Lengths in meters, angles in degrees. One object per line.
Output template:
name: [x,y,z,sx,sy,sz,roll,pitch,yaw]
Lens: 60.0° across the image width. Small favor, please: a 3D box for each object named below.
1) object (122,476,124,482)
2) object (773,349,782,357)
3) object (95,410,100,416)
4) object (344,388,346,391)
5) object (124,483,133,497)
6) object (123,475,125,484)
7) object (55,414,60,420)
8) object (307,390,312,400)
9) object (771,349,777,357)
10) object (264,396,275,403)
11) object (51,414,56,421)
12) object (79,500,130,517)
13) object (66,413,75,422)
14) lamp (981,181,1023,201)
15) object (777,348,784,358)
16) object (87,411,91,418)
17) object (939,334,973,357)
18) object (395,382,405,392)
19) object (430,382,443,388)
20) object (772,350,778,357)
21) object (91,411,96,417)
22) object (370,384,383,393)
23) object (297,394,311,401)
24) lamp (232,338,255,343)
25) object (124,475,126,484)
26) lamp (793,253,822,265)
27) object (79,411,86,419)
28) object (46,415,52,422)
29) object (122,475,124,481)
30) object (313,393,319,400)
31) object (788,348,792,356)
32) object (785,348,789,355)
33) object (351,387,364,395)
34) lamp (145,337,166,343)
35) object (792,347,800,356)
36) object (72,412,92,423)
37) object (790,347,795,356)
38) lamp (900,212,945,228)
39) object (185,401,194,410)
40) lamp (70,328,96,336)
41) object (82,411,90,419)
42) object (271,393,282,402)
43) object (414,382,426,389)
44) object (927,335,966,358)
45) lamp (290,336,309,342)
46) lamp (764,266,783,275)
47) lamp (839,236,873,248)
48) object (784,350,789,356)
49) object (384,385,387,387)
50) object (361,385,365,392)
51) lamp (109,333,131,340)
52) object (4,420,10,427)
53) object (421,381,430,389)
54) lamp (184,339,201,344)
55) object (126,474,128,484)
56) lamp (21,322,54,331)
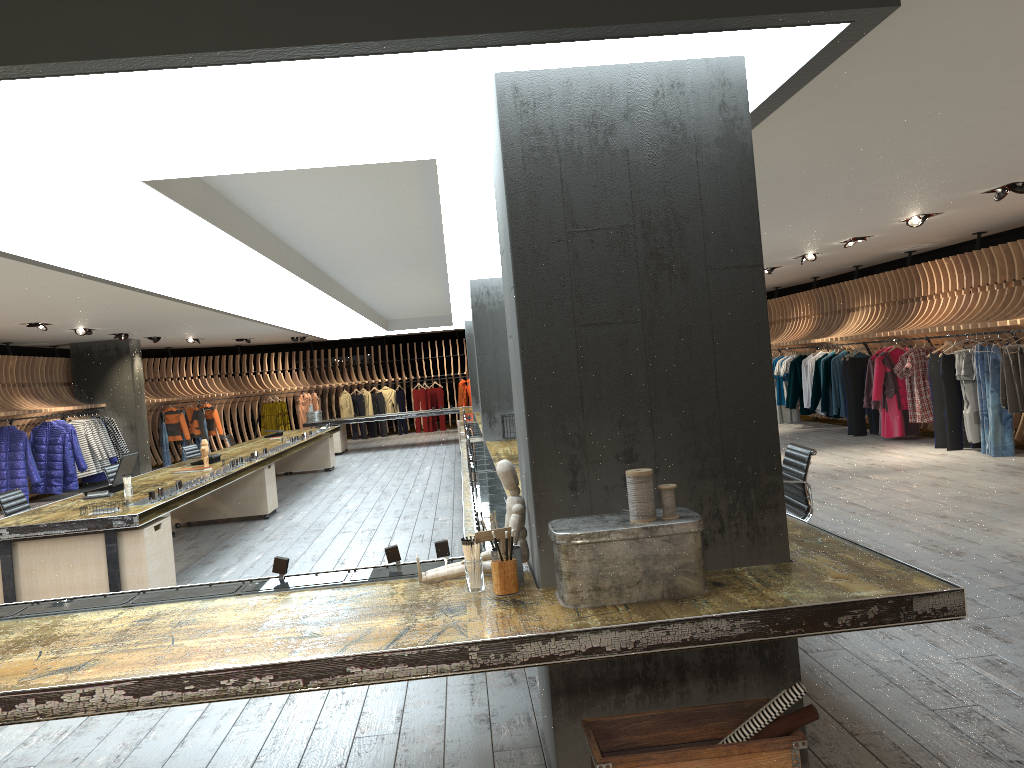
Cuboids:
object: [-3.185,0.832,7.293,0.007,0.170,0.030,-5,0,34]
object: [5.200,-0.557,17.356,0.525,0.270,0.012,-5,0,12]
object: [-7.906,0.658,16.959,0.518,0.313,0.012,-5,0,-3]
object: [-4.479,0.214,23.773,0.012,0.270,0.525,-5,1,-38]
object: [-3.159,0.875,7.300,0.061,0.111,0.062,-5,0,30]
object: [-3.180,0.832,7.284,0.007,0.170,0.030,-5,0,7]
object: [-7.826,0.649,15.274,0.525,0.270,0.012,-5,0,-3]
object: [-5.350,0.299,23.235,0.012,0.270,0.525,-5,1,-33]
object: [5.183,-0.560,17.637,0.525,0.270,0.012,-5,0,12]
object: [-6.152,0.386,22.515,0.525,0.270,0.012,-5,0,27]
object: [-7.798,0.658,15.096,0.523,0.291,0.012,-5,0,-3]
object: [-2.893,0.887,6.301,0.302,0.074,0.217,-5,1,-9]
object: [-7.826,0.661,15.738,0.518,0.313,0.012,-5,0,-3]
lamp: [4.619,-1.866,8.226,0.269,0.291,0.492,-5,1,-3]
object: [5.229,-0.557,17.184,0.525,0.270,0.012,-5,0,-18]
object: [-7.939,0.638,16.610,0.525,0.270,0.012,-5,0,-3]
object: [5.595,-0.492,11.106,0.525,0.270,0.012,-5,0,-3]
object: [-3.087,0.075,24.314,0.012,0.270,0.525,-5,1,22]
object: [-2.120,-0.012,24.489,0.525,0.270,0.012,-5,0,37]
object: [5.184,-0.558,17.492,0.525,0.270,0.012,-5,0,-13]
object: [-7.891,0.661,16.771,0.516,0.316,0.012,-5,0,-3]
object: [-3.736,0.141,24.096,0.525,0.270,0.012,-5,0,22]
object: [-5.444,0.308,23.161,0.525,0.270,0.012,-5,0,32]
lamp: [-6.247,-1.085,20.613,0.269,0.293,0.493,-5,1,29]
object: [-3.171,0.831,7.279,0.007,0.170,0.030,-5,0,-20]
lamp: [4.330,-1.912,13.001,0.269,0.301,0.492,-5,1,-3]
object: [-7.856,0.656,16.236,0.518,0.313,0.012,-5,0,-3]
object: [-7.823,0.668,14.954,0.523,0.292,0.012,-5,0,-3]
object: [-3.183,0.832,7.288,0.007,0.170,0.030,-5,0,19]
object: [-5.210,0.285,23.318,0.012,0.270,0.525,-5,1,-38]
object: [5.250,-0.549,16.637,0.525,0.270,0.012,-5,0,2]
object: [5.245,-0.552,16.878,0.525,0.270,0.012,-5,0,22]
object: [-4.201,0.186,23.906,0.525,0.270,0.012,-5,0,32]
lamp: [-7.100,-0.959,17.589,0.269,0.292,0.493,-5,1,3]
object: [5.275,-0.541,16.446,0.524,0.285,0.013,-5,0,-8]
object: [-7.840,0.659,15.974,0.518,0.313,0.012,-5,0,-3]
object: [5.279,-0.544,16.551,0.523,0.290,0.013,-5,0,-9]
lamp: [4.522,-1.887,9.818,0.269,0.284,0.492,-5,1,-3]
object: [-7.461,0.535,20.531,0.525,0.270,0.012,-5,0,17]
lamp: [-6.967,-0.923,14.405,0.269,0.286,0.492,-5,1,-3]
object: [-7.867,0.654,16.414,0.518,0.313,0.012,-5,0,-3]
object: [-6.029,0.373,22.650,0.525,0.270,0.012,-5,0,27]
object: [-2.570,0.029,24.430,0.525,0.270,0.012,-5,0,42]
object: [5.574,-0.493,11.319,0.525,0.270,0.012,-5,0,37]
lamp: [-5.257,-1.192,21.853,0.493,0.297,0.269,-6,1,-43]
lamp: [4.232,-1.937,14.593,0.269,0.286,0.492,-5,1,-3]
lamp: [4.426,-1.898,11.410,0.269,0.296,0.492,-5,1,-3]
object: [5.216,-0.541,16.742,0.523,0.288,0.015,-5,0,7]
object: [-3.450,0.112,24.211,0.525,0.270,0.012,-5,0,22]
object: [-4.024,0.169,23.996,0.525,0.270,0.012,-5,0,42]
lamp: [-7.063,-0.937,15.997,0.269,0.292,0.492,-5,1,-3]
object: [-7.723,0.668,13.565,0.525,0.270,0.012,-5,0,-3]
object: [-2.406,0.014,24.453,0.012,0.270,0.525,-5,1,-33]
lamp: [-6.877,-1.003,19.159,0.269,0.296,0.493,-5,1,16]
object: [-3.171,0.830,7.320,0.030,0.170,0.007,-5,0,36]
lamp: [-6.870,-0.902,12.813,0.269,0.294,0.492,-5,1,-3]
